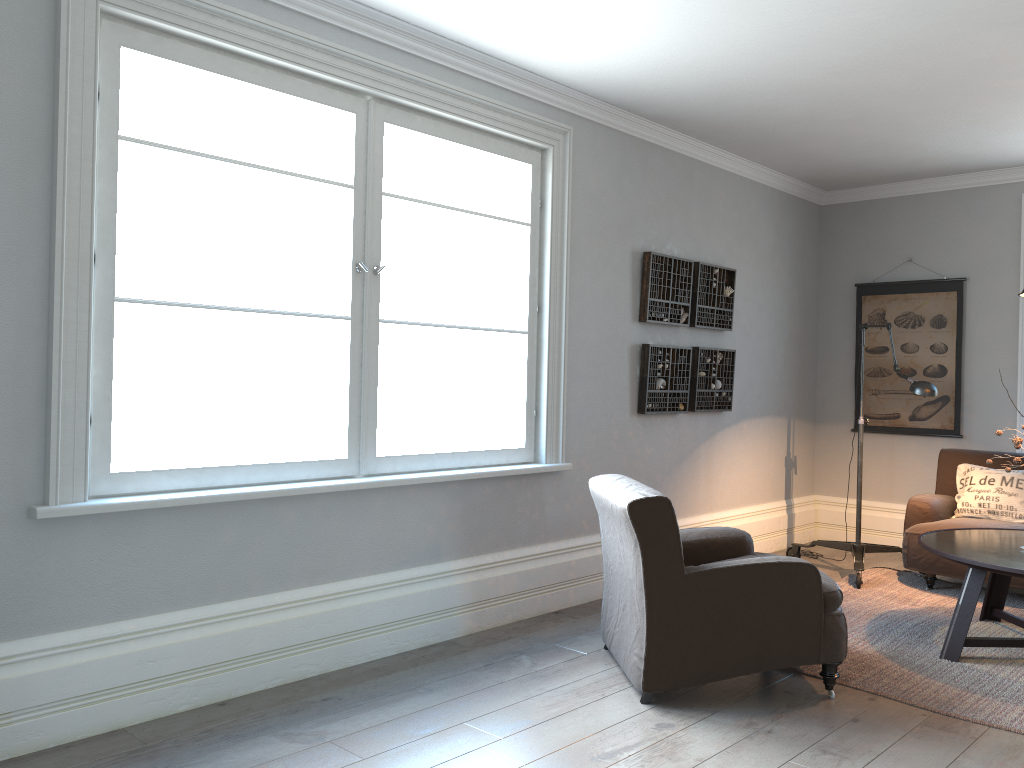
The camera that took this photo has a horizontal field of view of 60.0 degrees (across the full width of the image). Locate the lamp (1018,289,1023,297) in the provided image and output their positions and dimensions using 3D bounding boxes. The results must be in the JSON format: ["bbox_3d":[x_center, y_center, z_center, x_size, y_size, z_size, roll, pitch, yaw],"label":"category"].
[{"bbox_3d":[2.599,-0.946,4.027,0.504,1.076,0.504,1,0,1],"label":"lamp"}]

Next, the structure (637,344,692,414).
[{"bbox_3d":[0.937,-0.027,5.393,0.086,0.416,0.468,1,0,43],"label":"structure"}]

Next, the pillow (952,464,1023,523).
[{"bbox_3d":[2.989,0.676,5.457,0.519,0.368,0.240,2,0,43],"label":"pillow"}]

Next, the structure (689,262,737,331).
[{"bbox_3d":[1.318,-0.564,5.774,0.105,0.416,0.468,1,0,43],"label":"structure"}]

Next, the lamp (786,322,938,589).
[{"bbox_3d":[2.343,0.425,5.966,0.797,1.644,1.864,1,0,-9],"label":"lamp"}]

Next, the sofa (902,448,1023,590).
[{"bbox_3d":[3.399,0.857,4.922,2.165,0.824,0.968,2,0,43],"label":"sofa"}]

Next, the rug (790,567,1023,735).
[{"bbox_3d":[2.591,1.210,4.035,2.819,0.090,2.400,2,0,44],"label":"rug"}]

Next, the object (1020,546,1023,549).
[{"bbox_3d":[2.506,0.738,3.952,0.153,0.067,0.404,1,0,-29],"label":"object"}]

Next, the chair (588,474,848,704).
[{"bbox_3d":[0.857,0.818,3.748,0.970,0.795,0.807,1,0,-6],"label":"chair"}]

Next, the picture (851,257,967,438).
[{"bbox_3d":[2.917,-0.281,6.546,0.793,1.313,0.057,1,0,43],"label":"picture"}]

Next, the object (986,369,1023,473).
[{"bbox_3d":[2.601,0.236,3.910,0.853,1.066,0.525,1,0,14],"label":"object"}]

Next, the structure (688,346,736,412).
[{"bbox_3d":[1.312,-0.028,5.794,0.086,0.416,0.468,1,0,43],"label":"structure"}]

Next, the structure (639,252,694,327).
[{"bbox_3d":[0.935,-0.569,5.398,0.099,0.416,0.468,1,0,43],"label":"structure"}]

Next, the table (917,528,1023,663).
[{"bbox_3d":[2.550,1.015,4.029,1.300,0.503,1.300,2,0,36],"label":"table"}]
